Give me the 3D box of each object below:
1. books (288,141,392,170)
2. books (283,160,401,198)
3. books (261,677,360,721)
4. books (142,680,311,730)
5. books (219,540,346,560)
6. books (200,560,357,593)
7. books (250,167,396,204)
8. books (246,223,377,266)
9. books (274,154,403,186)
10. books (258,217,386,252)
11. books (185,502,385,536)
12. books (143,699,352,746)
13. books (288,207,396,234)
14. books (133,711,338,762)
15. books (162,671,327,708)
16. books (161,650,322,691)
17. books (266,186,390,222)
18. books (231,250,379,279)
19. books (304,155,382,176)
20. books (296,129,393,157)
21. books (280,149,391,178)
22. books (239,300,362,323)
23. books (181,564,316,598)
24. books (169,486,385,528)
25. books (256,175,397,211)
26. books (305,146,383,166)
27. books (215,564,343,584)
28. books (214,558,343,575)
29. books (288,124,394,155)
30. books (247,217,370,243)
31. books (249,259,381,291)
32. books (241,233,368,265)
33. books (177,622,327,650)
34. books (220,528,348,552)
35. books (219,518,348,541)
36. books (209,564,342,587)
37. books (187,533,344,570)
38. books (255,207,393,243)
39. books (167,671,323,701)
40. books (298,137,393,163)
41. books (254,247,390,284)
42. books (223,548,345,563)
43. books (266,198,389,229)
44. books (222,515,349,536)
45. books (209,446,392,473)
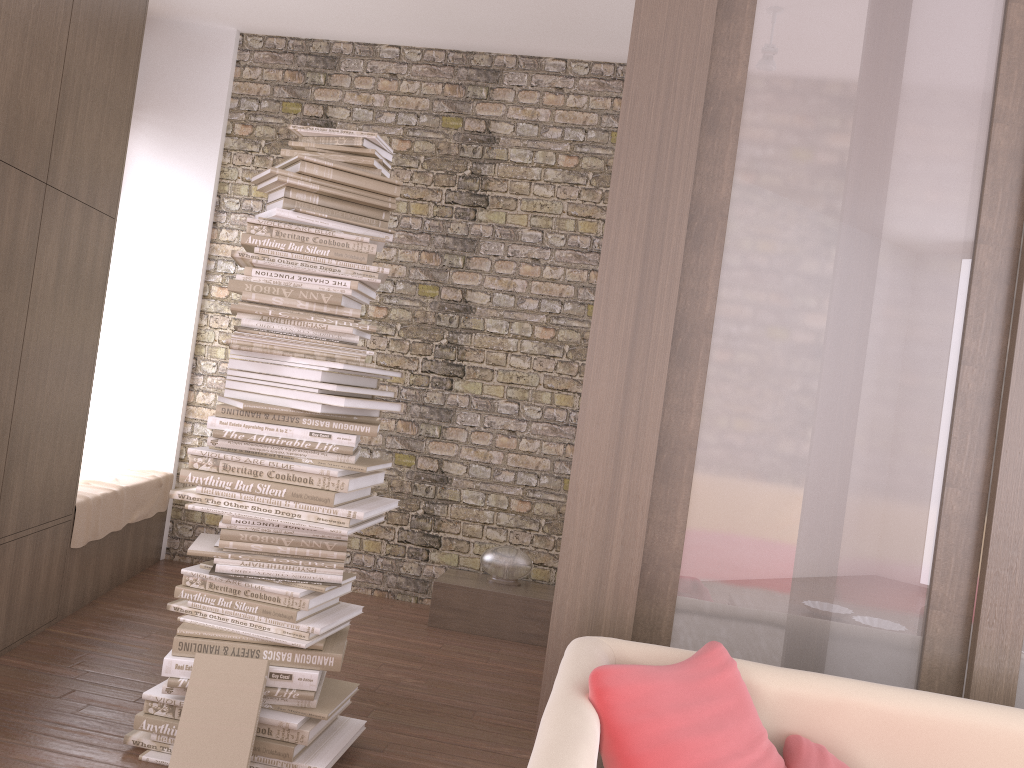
[{"bbox_3d":[-0.587,-0.786,3.054,0.303,0.015,0.202,8,-1,9],"label":"books"},{"bbox_3d":[-0.599,-0.685,3.046,0.351,0.036,0.275,8,-1,-31],"label":"books"},{"bbox_3d":[-0.813,1.001,2.936,0.542,0.020,0.320,8,-1,9],"label":"books"},{"bbox_3d":[-0.872,1.013,2.919,0.510,0.020,0.399,8,-1,9],"label":"books"},{"bbox_3d":[-0.761,0.529,2.984,0.396,0.024,0.310,8,-1,-11],"label":"books"},{"bbox_3d":[-0.780,0.633,2.992,0.448,0.016,0.264,8,-1,14],"label":"books"},{"bbox_3d":[-0.646,-0.662,3.036,0.435,0.019,0.248,8,-1,-31],"label":"books"},{"bbox_3d":[-0.682,-0.474,3.049,0.416,0.035,0.323,8,-1,-11],"label":"books"},{"bbox_3d":[-0.599,-0.712,3.038,0.366,0.012,0.287,8,-1,-31],"label":"books"},{"bbox_3d":[-0.651,-0.512,3.055,0.416,0.015,0.245,8,-1,-11],"label":"books"},{"bbox_3d":[-0.745,0.433,2.991,0.542,0.016,0.423,8,-1,9],"label":"books"},{"bbox_3d":[-0.855,1.050,2.940,0.542,0.046,0.421,8,-1,9],"label":"books"},{"bbox_3d":[-0.617,-0.546,3.040,0.351,0.010,0.284,8,-1,-31],"label":"books"},{"bbox_3d":[-0.888,1.093,2.917,0.522,0.046,0.410,8,-1,9],"label":"books"},{"bbox_3d":[-0.864,0.971,2.931,0.469,0.028,0.368,8,-1,-6],"label":"books"},{"bbox_3d":[-0.858,0.899,2.918,0.469,0.057,0.364,8,-1,-6],"label":"books"},{"bbox_3d":[-0.635,-0.609,3.068,0.371,0.036,0.211,8,-1,-31],"label":"books"},{"bbox_3d":[-0.700,-0.389,3.032,0.470,0.022,0.306,8,-1,-11],"label":"books"},{"bbox_3d":[-0.591,-0.730,3.051,0.272,0.023,0.201,8,-1,-11],"label":"books"},{"bbox_3d":[-0.570,-0.827,3.046,0.277,0.008,0.216,8,-1,9],"label":"books"},{"bbox_3d":[-0.603,-0.756,3.057,0.327,0.023,0.198,8,-1,9],"label":"books"},{"bbox_3d":[-0.724,-0.243,3.026,0.395,0.009,0.233,8,-1,-16],"label":"books"},{"bbox_3d":[-0.831,0.642,2.982,0.422,0.016,0.330,8,-1,14],"label":"books"},{"bbox_3d":[-0.783,0.405,3.031,0.612,0.028,0.399,8,-1,9],"label":"books"},{"bbox_3d":[-0.636,-0.639,3.037,0.412,0.019,0.259,8,-1,-31],"label":"books"},{"bbox_3d":[-0.573,-0.770,3.059,0.258,0.010,0.183,8,-1,-6],"label":"books"},{"bbox_3d":[-0.772,0.607,2.982,0.396,0.024,0.310,8,-1,-11],"label":"books"},{"bbox_3d":[-0.775,0.585,2.987,0.405,0.018,0.300,8,-1,-11],"label":"books"},{"bbox_3d":[-0.585,-0.841,3.054,0.313,0.014,0.204,8,-1,9],"label":"books"},{"bbox_3d":[-0.689,-0.502,3.028,0.392,0.015,0.306,8,-1,-11],"label":"books"},{"bbox_3d":[-0.663,-0.366,3.014,0.416,0.012,0.324,8,-1,-11],"label":"books"},{"bbox_3d":[-0.701,-0.440,3.025,0.401,0.035,0.315,8,-1,-11],"label":"books"},{"bbox_3d":[-0.840,0.801,2.960,0.450,0.022,0.364,8,-1,-6],"label":"books"},{"bbox_3d":[-0.757,0.500,2.984,0.396,0.033,0.310,8,-1,-11],"label":"books"},{"bbox_3d":[-0.759,0.472,2.989,0.405,0.018,0.300,8,-1,-11],"label":"books"},{"bbox_3d":[-0.781,0.621,2.975,0.413,0.006,0.322,8,-1,-11],"label":"books"},{"bbox_3d":[-0.813,0.561,2.981,0.488,0.018,0.296,8,-1,-11],"label":"books"},{"bbox_3d":[-0.646,-0.531,3.034,0.404,0.026,0.266,8,-1,-31],"label":"books"},{"bbox_3d":[-0.852,0.942,2.897,0.442,0.025,0.346,8,-1,-6],"label":"books"},{"bbox_3d":[-0.571,-0.807,3.056,0.260,0.029,0.193,7,-1,24],"label":"books"},{"bbox_3d":[-0.648,-0.404,3.048,0.434,0.019,0.324,8,-1,-11],"label":"books"},{"bbox_3d":[-0.763,0.555,3.002,0.385,0.008,0.274,8,-1,-11],"label":"books"},{"bbox_3d":[-0.640,-0.572,3.067,0.371,0.036,0.211,8,-1,-31],"label":"books"},{"bbox_3d":[-0.751,0.452,2.985,0.396,0.024,0.310,8,-1,-11],"label":"books"},{"bbox_3d":[-0.711,0.246,3.044,0.542,0.020,0.320,8,-1,9],"label":"books"}]
